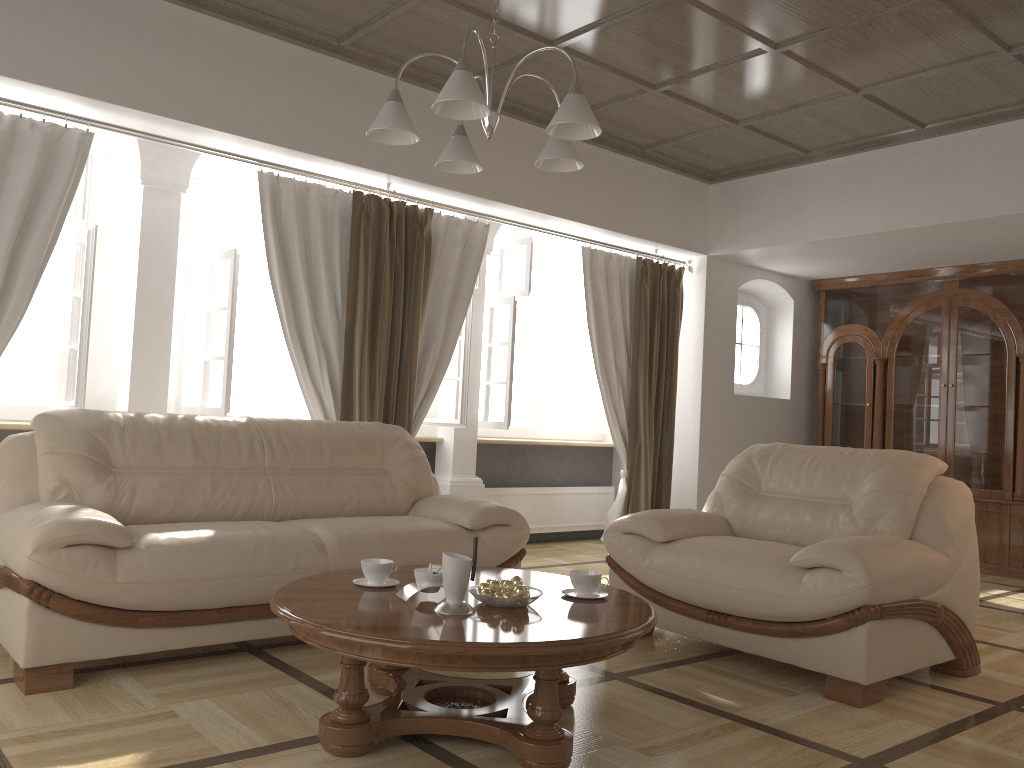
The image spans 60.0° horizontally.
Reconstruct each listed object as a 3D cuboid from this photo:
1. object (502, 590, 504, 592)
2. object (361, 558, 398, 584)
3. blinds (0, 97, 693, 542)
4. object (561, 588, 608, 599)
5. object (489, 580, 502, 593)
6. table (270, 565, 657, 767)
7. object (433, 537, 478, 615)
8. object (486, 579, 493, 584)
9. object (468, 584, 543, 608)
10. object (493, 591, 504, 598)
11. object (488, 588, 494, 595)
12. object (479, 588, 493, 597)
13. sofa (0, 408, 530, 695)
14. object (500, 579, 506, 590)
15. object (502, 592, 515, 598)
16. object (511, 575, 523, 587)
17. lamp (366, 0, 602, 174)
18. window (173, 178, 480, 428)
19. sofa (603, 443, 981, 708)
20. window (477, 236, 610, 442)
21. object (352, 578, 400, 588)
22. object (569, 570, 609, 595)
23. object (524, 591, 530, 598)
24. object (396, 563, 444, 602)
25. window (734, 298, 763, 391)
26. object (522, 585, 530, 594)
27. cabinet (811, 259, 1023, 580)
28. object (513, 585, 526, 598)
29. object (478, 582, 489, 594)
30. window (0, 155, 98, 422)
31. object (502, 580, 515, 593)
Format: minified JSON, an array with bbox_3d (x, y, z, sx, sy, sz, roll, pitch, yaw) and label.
[{"bbox_3d":[-0.028,0.634,2.652,0.039,0.038,0.041,3,-2,2],"label":"object"},{"bbox_3d":[-0.434,0.605,2.853,0.105,0.071,0.114,2,-2,10],"label":"object"},{"bbox_3d":[-0.850,-0.046,5.081,5.765,2.294,0.285,5,-3,-40],"label":"blinds"},{"bbox_3d":[0.232,0.673,2.834,0.150,0.010,0.150,1,-3,40],"label":"object"},{"bbox_3d":[-0.049,0.602,2.638,0.038,0.039,0.040,1,-3,35],"label":"object"},{"bbox_3d":[-0.152,0.850,2.733,1.169,0.392,1.167,5,-3,-44],"label":"table"},{"bbox_3d":[-0.159,0.539,2.528,0.119,0.210,0.119,2,-3,28],"label":"object"},{"bbox_3d":[-0.064,0.619,2.723,0.040,0.040,0.038,2,-3,29],"label":"object"},{"bbox_3d":[-0.020,0.638,2.654,0.227,0.039,0.227,4,-2,-15],"label":"object"},{"bbox_3d":[-0.037,0.631,2.611,0.039,0.040,0.038,1,-3,41],"label":"object"},{"bbox_3d":[-0.069,0.631,2.654,0.038,0.040,0.040,2,-2,10],"label":"object"},{"bbox_3d":[-0.076,0.623,2.617,0.037,0.040,0.041,4,-3,-27],"label":"object"},{"bbox_3d":[-1.037,0.597,3.834,2.135,0.900,1.051,5,-3,-40],"label":"sofa"},{"bbox_3d":[-0.026,0.622,2.733,0.039,0.039,0.041,3,-2,9],"label":"object"},{"bbox_3d":[-0.008,0.625,2.587,0.039,0.039,0.041,2,-3,28],"label":"object"},{"bbox_3d":[0.013,0.603,2.688,0.038,0.044,0.038,5,-3,-34],"label":"object"},{"bbox_3d":[-0.022,-1.301,2.841,0.713,1.094,0.741,5,-3,-40],"label":"lamp"},{"bbox_3d":[-1.140,-0.436,5.603,1.759,1.500,0.784,5,-3,-41],"label":"window"},{"bbox_3d":[1.214,0.714,3.894,1.052,0.900,1.318,5,-3,-40],"label":"sofa"},{"bbox_3d":[0.390,-0.305,6.867,1.653,1.500,0.782,5,-3,-40],"label":"window"},{"bbox_3d":[-0.436,0.639,2.846,0.150,0.010,0.150,1,-3,36],"label":"object"},{"bbox_3d":[0.236,0.638,2.831,0.105,0.071,0.114,4,-3,-25],"label":"object"},{"bbox_3d":[0.033,0.626,2.605,0.038,0.041,0.041,1,-3,35],"label":"object"},{"bbox_3d":[-0.248,0.581,2.692,0.178,0.133,0.104,4,-3,-25],"label":"object"},{"bbox_3d":[1.948,-0.333,7.572,0.600,0.784,0.050,5,-3,-40],"label":"window"},{"bbox_3d":[0.035,0.633,2.699,0.039,0.039,0.040,4,-3,-29],"label":"object"},{"bbox_3d":[3.519,0.260,6.958,0.587,2.298,2.360,5,-3,-40],"label":"cabinet"},{"bbox_3d":[0.022,0.605,2.574,0.038,0.042,0.038,4,-3,-32],"label":"object"},{"bbox_3d":[-0.084,0.621,2.689,0.041,0.038,0.039,3,-2,4],"label":"object"},{"bbox_3d":[-2.803,-0.580,4.195,1.600,1.500,0.781,5,-3,-40],"label":"window"},{"bbox_3d":[-0.011,0.598,2.614,0.037,0.041,0.040,4,-3,-17],"label":"object"}]
